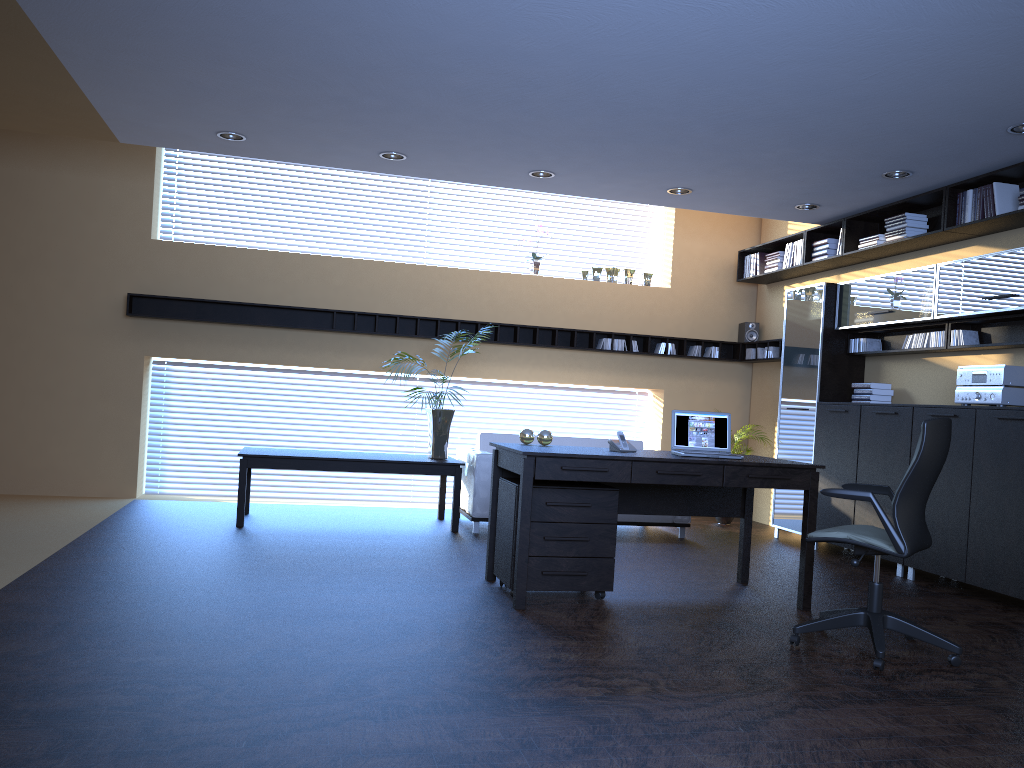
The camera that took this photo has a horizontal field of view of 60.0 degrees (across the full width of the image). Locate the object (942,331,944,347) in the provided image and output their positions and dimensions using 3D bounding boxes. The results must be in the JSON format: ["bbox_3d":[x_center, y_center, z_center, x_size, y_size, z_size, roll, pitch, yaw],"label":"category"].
[{"bbox_3d":[3.385,-0.343,6.844,0.142,0.120,0.009,4,0,-13],"label":"object"}]

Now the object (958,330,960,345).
[{"bbox_3d":[3.425,-0.344,6.678,0.142,0.120,0.030,4,0,-13],"label":"object"}]

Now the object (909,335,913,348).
[{"bbox_3d":[3.301,-0.341,7.193,0.142,0.118,0.040,4,0,-14],"label":"object"}]

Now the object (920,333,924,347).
[{"bbox_3d":[3.328,-0.342,7.075,0.140,0.116,0.036,4,0,-14],"label":"object"}]

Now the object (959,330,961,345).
[{"bbox_3d":[3.428,-0.344,6.668,0.142,0.120,0.030,4,0,-13],"label":"object"}]

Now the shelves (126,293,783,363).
[{"bbox_3d":[-0.347,-0.554,8.781,6.624,0.213,1.249,4,-1,-13],"label":"shelves"}]

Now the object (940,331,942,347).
[{"bbox_3d":[3.383,-0.343,6.875,0.142,0.120,0.009,4,0,-13],"label":"object"}]

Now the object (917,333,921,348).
[{"bbox_3d":[3.321,-0.342,7.104,0.140,0.116,0.036,4,0,-14],"label":"object"}]

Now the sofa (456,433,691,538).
[{"bbox_3d":[0.548,0.938,8.394,2.057,0.848,1.014,4,-1,-13],"label":"sofa"}]

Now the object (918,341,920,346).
[{"bbox_3d":[3.326,-0.341,7.106,0.142,0.118,0.040,4,0,-14],"label":"object"}]

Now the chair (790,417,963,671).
[{"bbox_3d":[1.919,0.762,4.549,0.768,1.216,0.833,3,0,33],"label":"chair"}]

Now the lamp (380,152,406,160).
[{"bbox_3d":[-0.927,-1.823,6.921,0.208,0.096,0.209,4,-1,-43],"label":"lamp"}]

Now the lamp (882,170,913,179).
[{"bbox_3d":[2.868,-1.602,6.592,0.208,0.096,0.209,4,-1,-19],"label":"lamp"}]

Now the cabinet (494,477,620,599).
[{"bbox_3d":[0.266,0.949,5.456,0.634,0.680,0.500,4,0,-13],"label":"cabinet"}]

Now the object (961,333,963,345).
[{"bbox_3d":[3.434,-0.343,6.659,0.142,0.120,0.030,4,0,-13],"label":"object"}]

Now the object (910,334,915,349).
[{"bbox_3d":[3.304,-0.341,7.183,0.142,0.118,0.040,4,0,-13],"label":"object"}]

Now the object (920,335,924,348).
[{"bbox_3d":[3.333,-0.342,7.076,0.142,0.118,0.040,4,0,-13],"label":"object"}]

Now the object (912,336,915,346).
[{"bbox_3d":[3.309,-0.341,7.174,0.140,0.116,0.036,4,0,-14],"label":"object"}]

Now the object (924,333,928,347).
[{"bbox_3d":[3.341,-0.342,7.026,0.140,0.116,0.036,4,0,-14],"label":"object"}]

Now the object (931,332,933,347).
[{"bbox_3d":[3.358,-0.342,6.972,0.142,0.120,0.009,4,0,-13],"label":"object"}]

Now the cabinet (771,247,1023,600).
[{"bbox_3d":[3.245,0.291,6.758,0.490,2.399,3.875,3,-1,-13],"label":"cabinet"}]

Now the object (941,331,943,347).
[{"bbox_3d":[3.382,-0.343,6.853,0.142,0.120,0.009,4,0,-14],"label":"object"}]

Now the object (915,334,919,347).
[{"bbox_3d":[3.319,-0.341,7.135,0.140,0.116,0.036,4,0,-14],"label":"object"}]

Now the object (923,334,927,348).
[{"bbox_3d":[3.342,-0.342,7.037,0.142,0.118,0.040,4,0,-14],"label":"object"}]

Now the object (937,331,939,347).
[{"bbox_3d":[3.372,-0.343,6.893,0.142,0.120,0.009,4,0,-14],"label":"object"}]

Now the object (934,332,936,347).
[{"bbox_3d":[3.364,-0.343,6.932,0.142,0.120,0.009,4,0,-13],"label":"object"}]

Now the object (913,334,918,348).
[{"bbox_3d":[3.312,-0.342,7.144,0.142,0.118,0.040,4,0,-14],"label":"object"}]

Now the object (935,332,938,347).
[{"bbox_3d":[3.366,-0.343,6.912,0.142,0.120,0.009,4,0,-13],"label":"object"}]

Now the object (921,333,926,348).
[{"bbox_3d":[3.334,-0.342,7.056,0.142,0.118,0.040,4,0,-13],"label":"object"}]

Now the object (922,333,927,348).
[{"bbox_3d":[3.341,-0.342,7.047,0.142,0.118,0.040,4,0,-14],"label":"object"}]

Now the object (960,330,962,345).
[{"bbox_3d":[3.432,-0.344,6.658,0.140,0.117,0.026,4,0,-13],"label":"object"}]

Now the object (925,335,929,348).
[{"bbox_3d":[3.345,-0.342,7.017,0.142,0.118,0.040,4,0,-13],"label":"object"}]

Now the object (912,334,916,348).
[{"bbox_3d":[3.309,-0.341,7.163,0.140,0.116,0.036,4,0,-13],"label":"object"}]

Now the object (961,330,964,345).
[{"bbox_3d":[3.436,-0.343,6.644,0.140,0.116,0.036,4,0,-13],"label":"object"}]

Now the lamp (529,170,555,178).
[{"bbox_3d":[0.245,-1.747,7.202,0.208,0.096,0.209,4,-1,-43],"label":"lamp"}]

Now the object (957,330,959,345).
[{"bbox_3d":[3.426,-0.343,6.689,0.140,0.117,0.026,4,0,-13],"label":"object"}]

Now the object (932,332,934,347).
[{"bbox_3d":[3.358,-0.343,6.941,0.142,0.120,0.009,4,0,-14],"label":"object"}]

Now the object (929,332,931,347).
[{"bbox_3d":[3.351,-0.343,6.981,0.142,0.120,0.009,4,0,-13],"label":"object"}]

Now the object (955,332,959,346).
[{"bbox_3d":[3.420,-0.344,6.709,0.142,0.120,0.009,4,0,-14],"label":"object"}]

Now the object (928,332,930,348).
[{"bbox_3d":[3.351,-0.342,6.991,0.142,0.120,0.009,4,0,-14],"label":"object"}]

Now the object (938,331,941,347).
[{"bbox_3d":[3.376,-0.343,6.883,0.142,0.120,0.009,4,0,-14],"label":"object"}]

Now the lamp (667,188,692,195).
[{"bbox_3d":[1.416,-1.671,7.483,0.208,0.096,0.209,4,-1,-31],"label":"lamp"}]

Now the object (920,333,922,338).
[{"bbox_3d":[3.328,-0.342,7.096,0.142,0.118,0.040,4,0,-13],"label":"object"}]

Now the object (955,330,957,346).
[{"bbox_3d":[3.418,-0.344,6.708,0.140,0.118,0.006,4,0,-14],"label":"object"}]

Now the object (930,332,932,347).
[{"bbox_3d":[3.355,-0.342,6.971,0.140,0.118,0.006,4,0,-13],"label":"object"}]

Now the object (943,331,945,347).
[{"bbox_3d":[3.386,-0.343,6.823,0.142,0.120,0.009,4,0,-13],"label":"object"}]

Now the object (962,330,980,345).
[{"bbox_3d":[3.438,-0.343,6.645,0.142,0.118,0.040,4,0,-13],"label":"object"}]

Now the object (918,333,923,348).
[{"bbox_3d":[3.324,-0.342,7.084,0.142,0.118,0.040,4,0,-13],"label":"object"}]

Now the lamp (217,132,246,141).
[{"bbox_3d":[-2.098,-1.898,6.639,0.209,0.096,0.208,4,-1,-13],"label":"lamp"}]

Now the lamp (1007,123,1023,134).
[{"bbox_3d":[3.148,-1.608,5.420,0.208,0.096,0.209,4,-1,-19],"label":"lamp"}]

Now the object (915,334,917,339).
[{"bbox_3d":[3.314,-0.341,7.154,0.140,0.116,0.036,4,0,-13],"label":"object"}]

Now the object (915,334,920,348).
[{"bbox_3d":[3.320,-0.341,7.125,0.142,0.118,0.040,4,0,-13],"label":"object"}]

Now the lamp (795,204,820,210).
[{"bbox_3d":[2.588,-1.596,7.765,0.208,0.096,0.209,3,-1,5],"label":"lamp"}]

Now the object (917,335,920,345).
[{"bbox_3d":[3.325,-0.341,7.116,0.142,0.118,0.040,4,0,-13],"label":"object"}]
